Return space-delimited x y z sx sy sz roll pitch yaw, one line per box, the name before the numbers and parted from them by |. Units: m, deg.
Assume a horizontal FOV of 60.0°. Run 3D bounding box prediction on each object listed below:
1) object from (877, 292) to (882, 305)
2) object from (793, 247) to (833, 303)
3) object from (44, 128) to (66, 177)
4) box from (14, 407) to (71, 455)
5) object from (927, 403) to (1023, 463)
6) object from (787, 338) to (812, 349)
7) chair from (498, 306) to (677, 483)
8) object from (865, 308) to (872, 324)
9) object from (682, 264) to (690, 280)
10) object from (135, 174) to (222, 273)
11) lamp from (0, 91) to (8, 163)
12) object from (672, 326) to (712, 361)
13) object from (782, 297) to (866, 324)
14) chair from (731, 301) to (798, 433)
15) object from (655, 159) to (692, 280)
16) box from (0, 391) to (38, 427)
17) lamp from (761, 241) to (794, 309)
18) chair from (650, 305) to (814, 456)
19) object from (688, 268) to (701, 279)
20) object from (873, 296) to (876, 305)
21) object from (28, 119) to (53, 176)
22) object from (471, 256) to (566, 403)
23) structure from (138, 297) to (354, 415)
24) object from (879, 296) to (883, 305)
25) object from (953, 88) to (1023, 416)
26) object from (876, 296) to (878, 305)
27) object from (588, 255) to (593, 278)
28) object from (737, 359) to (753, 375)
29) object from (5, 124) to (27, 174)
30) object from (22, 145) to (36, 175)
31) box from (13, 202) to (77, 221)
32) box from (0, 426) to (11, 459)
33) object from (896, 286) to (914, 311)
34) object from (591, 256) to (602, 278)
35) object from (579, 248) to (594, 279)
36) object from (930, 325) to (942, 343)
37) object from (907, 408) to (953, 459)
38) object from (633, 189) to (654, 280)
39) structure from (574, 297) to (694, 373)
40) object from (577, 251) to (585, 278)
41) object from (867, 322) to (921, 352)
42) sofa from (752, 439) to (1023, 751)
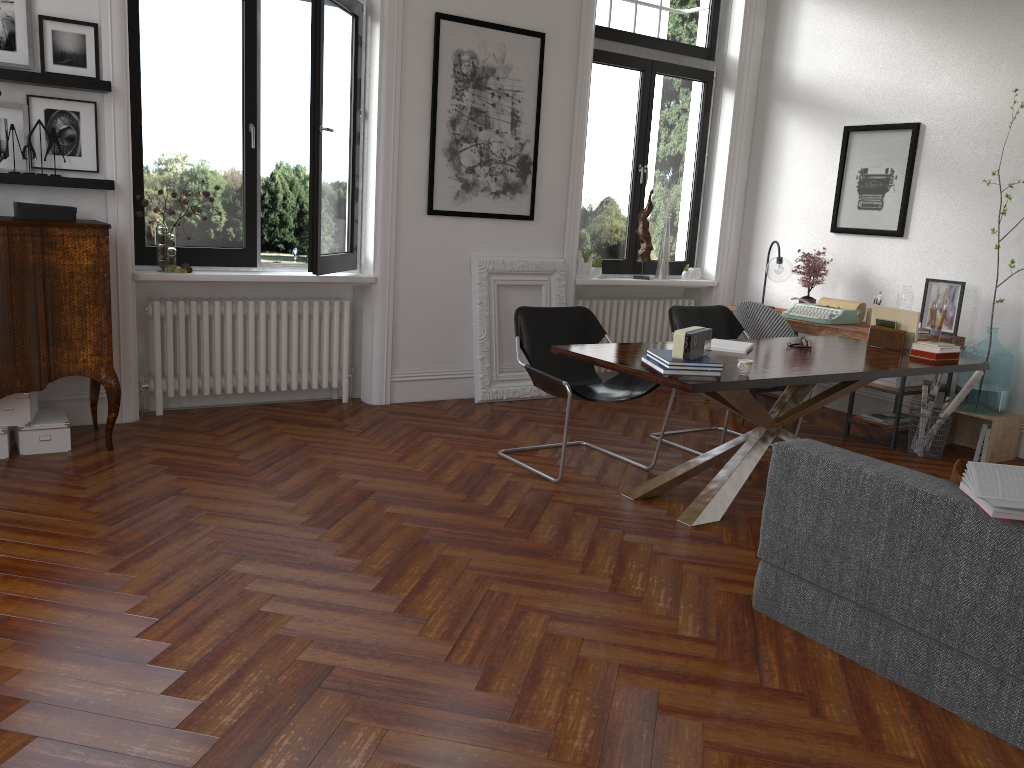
object | 2.690 -0.561 6.527 0.028 0.240 0.023 -5 15 -35
object | 2.342 -0.820 6.983 0.290 0.531 0.307 6 12 11
object | -2.507 -1.268 4.858 0.110 0.263 0.040 -4 14 -32
box | -2.559 0.259 4.823 0.244 0.177 0.393 -4 13 -33
object | 3.079 0.329 5.926 0.341 0.318 0.433 -4 14 -33
object | 1.621 -0.231 4.988 0.132 0.047 0.114 8 12 19
chair | 0.398 0.037 5.007 0.752 0.876 0.743 -4 14 -33
object | 2.660 -0.496 6.528 0.058 0.114 0.075 -4 14 -33
object | 1.521 -0.978 7.738 0.072 0.135 0.071 2 12 -8
object | -2.017 -0.996 5.492 0.317 0.602 0.540 10 13 27
lamp | -2.739 -1.244 4.440 0.174 0.806 0.489 8 13 21
object | 0.808 -0.183 3.966 0.081 0.126 0.275 10 13 30
object | 2.289 -0.558 6.605 0.484 0.149 0.533 -4 13 -34
chair | 1.842 -0.143 6.354 0.547 0.903 0.714 -6 15 -40
object | 1.370 -1.408 7.508 0.295 1.058 0.288 -3 14 -30
box | -2.659 0.094 4.715 0.209 0.177 0.392 -1 12 -23
lamp | 2.089 -0.871 7.115 0.207 0.552 0.439 1 12 -10
chair | 1.387 -0.025 5.639 0.752 0.876 0.743 -4 14 -33
object | 1.619 -0.985 7.903 0.132 0.098 0.134 9 13 26
object | 2.663 -0.548 6.536 0.008 0.208 0.054 8 13 21
object | -2.549 -1.277 4.794 0.118 0.300 0.040 -4 14 -32
object | 0.073 -0.412 6.697 0.829 1.067 0.233 -4 14 -32
structure | -1.744 -0.184 5.968 1.452 0.782 0.224 -4 14 -33
object | 2.685 -0.543 6.518 0.054 0.208 0.008 13 16 38
object | 3.305 -0.802 5.575 0.805 2.067 0.353 13 15 37
object | 2.675 -0.547 6.539 0.008 0.208 0.054 15 17 43
object | 0.622 -0.953 7.182 0.051 0.189 0.051 4 12 1
object | 1.028 -0.074 3.944 0.082 0.065 0.064 1 12 -12
object | -2.654 -1.249 4.722 0.124 0.261 0.040 -4 14 -32
object | -2.585 -1.199 4.747 0.066 0.161 0.040 -4 14 -32
box | -2.480 -0.914 4.710 0.282 0.087 0.208 -4 13 -33
box | -2.775 0.279 4.649 0.244 0.177 0.392 -3 13 -28
object | 2.798 -0.545 6.325 0.111 0.303 0.111 4 12 3
object | 0.701 -0.967 7.289 0.097 0.186 0.098 1 12 -10
object | 0.590 -0.963 7.082 0.098 0.245 0.102 12 14 34
object | 2.357 -0.279 4.936 0.058 0.091 0.058 15 16 42
object | 2.725 0.337 5.812 0.260 0.306 0.260 8 13 21
object | 1.113 -1.252 7.411 0.165 0.757 0.142 5 12 9
structure | 1.007 -0.355 7.726 1.452 0.782 0.224 -4 14 -33
object | 0.555 -0.966 7.163 0.051 0.214 0.051 4 12 1
object | 2.225 -0.291 5.168 0.149 0.167 0.227 -4 14 -33
sofa | 2.358 0.527 3.476 2.643 0.832 1.257 -4 13 -33
